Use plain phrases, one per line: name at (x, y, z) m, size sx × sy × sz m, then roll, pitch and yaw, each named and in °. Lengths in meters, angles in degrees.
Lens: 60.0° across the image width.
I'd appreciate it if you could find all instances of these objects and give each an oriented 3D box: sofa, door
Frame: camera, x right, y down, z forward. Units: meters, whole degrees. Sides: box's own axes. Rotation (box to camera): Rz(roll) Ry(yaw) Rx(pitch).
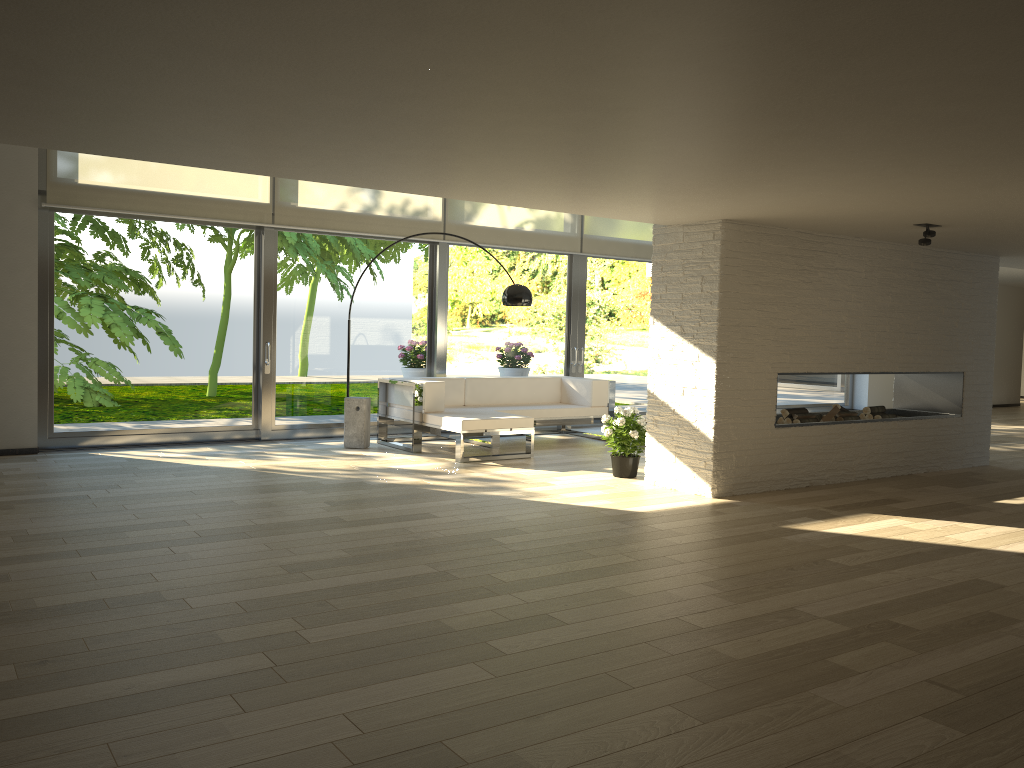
sofa at (0.055, 0.291, 8.835) m, size 2.404 × 0.654 × 1.546 m, roll -1°, pitch 4°, yaw -34°
door at (2.766, -0.457, 10.974) m, size 22.948 × 2.372 × 19.452 m, roll -1°, pitch 4°, yaw -34°

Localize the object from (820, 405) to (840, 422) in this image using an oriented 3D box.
object at (2.684, 0.261, 7.507) m, size 0.225 × 0.165 × 0.064 m, roll -1°, pitch 3°, yaw -35°

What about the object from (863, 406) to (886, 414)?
object at (3.249, 0.232, 7.948) m, size 0.237 × 0.073 × 0.082 m, roll -1°, pitch 4°, yaw -35°

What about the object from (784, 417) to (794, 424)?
object at (2.343, 0.311, 7.294) m, size 0.236 × 0.076 × 0.076 m, roll -1°, pitch 4°, yaw -36°

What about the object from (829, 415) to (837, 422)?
object at (2.813, 0.304, 7.615) m, size 0.236 × 0.076 × 0.076 m, roll -1°, pitch 4°, yaw -36°

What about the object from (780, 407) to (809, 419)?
object at (2.336, 0.242, 7.330) m, size 0.260 × 0.088 × 0.093 m, roll -1°, pitch 4°, yaw -36°

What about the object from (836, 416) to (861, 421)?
object at (2.867, 0.309, 7.555) m, size 0.237 × 0.073 × 0.082 m, roll -1°, pitch 4°, yaw -35°

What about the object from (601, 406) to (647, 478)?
object at (0.922, 0.463, 7.089) m, size 0.430 × 0.570 × 0.405 m, roll 1°, pitch 3°, yaw -12°

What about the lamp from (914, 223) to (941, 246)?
lamp at (2.905, -1.037, 6.212) m, size 0.234 × 0.153 × 0.135 m, roll -1°, pitch 4°, yaw -34°

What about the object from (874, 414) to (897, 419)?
object at (3.311, 0.303, 7.858) m, size 0.237 × 0.073 × 0.082 m, roll -1°, pitch 4°, yaw -35°

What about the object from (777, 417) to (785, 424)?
object at (2.312, 0.306, 7.362) m, size 0.245 × 0.074 × 0.075 m, roll -1°, pitch 4°, yaw -36°

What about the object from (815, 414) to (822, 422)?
object at (2.604, 0.299, 7.605) m, size 0.075 × 0.074 × 0.246 m, roll 4°, pitch 4°, yaw 34°

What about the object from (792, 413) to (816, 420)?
object at (2.396, 0.271, 7.277) m, size 0.229 × 0.060 × 0.064 m, roll -1°, pitch 4°, yaw -33°

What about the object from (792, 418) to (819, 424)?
object at (2.396, 0.316, 7.234) m, size 0.237 × 0.073 × 0.082 m, roll -1°, pitch 4°, yaw -35°

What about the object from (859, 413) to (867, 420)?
object at (3.227, 0.294, 7.985) m, size 0.245 × 0.074 × 0.075 m, roll -1°, pitch 4°, yaw -36°

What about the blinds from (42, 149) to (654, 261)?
blinds at (0.822, -2.025, 10.536) m, size 11.529 × 0.983 × 0.056 m, roll -1°, pitch 3°, yaw -34°

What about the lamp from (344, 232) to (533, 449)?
lamp at (-0.691, -0.383, 8.162) m, size 1.753 × 2.023 × 0.283 m, roll 2°, pitch 3°, yaw 8°

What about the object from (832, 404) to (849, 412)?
object at (2.887, 0.253, 7.707) m, size 0.271 × 0.170 × 0.093 m, roll -1°, pitch 4°, yaw -36°

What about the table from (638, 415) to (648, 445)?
table at (2.145, 0.509, 9.000) m, size 1.220 × 0.305 × 1.221 m, roll -1°, pitch 4°, yaw -34°

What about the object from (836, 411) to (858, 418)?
object at (2.867, 0.265, 7.598) m, size 0.229 × 0.060 × 0.064 m, roll -1°, pitch 4°, yaw -33°

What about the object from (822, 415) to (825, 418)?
object at (2.783, 0.299, 7.682) m, size 0.245 × 0.074 × 0.075 m, roll -1°, pitch 4°, yaw -36°

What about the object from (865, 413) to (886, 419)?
object at (3.258, 0.298, 7.917) m, size 0.236 × 0.076 × 0.076 m, roll -1°, pitch 4°, yaw -36°
